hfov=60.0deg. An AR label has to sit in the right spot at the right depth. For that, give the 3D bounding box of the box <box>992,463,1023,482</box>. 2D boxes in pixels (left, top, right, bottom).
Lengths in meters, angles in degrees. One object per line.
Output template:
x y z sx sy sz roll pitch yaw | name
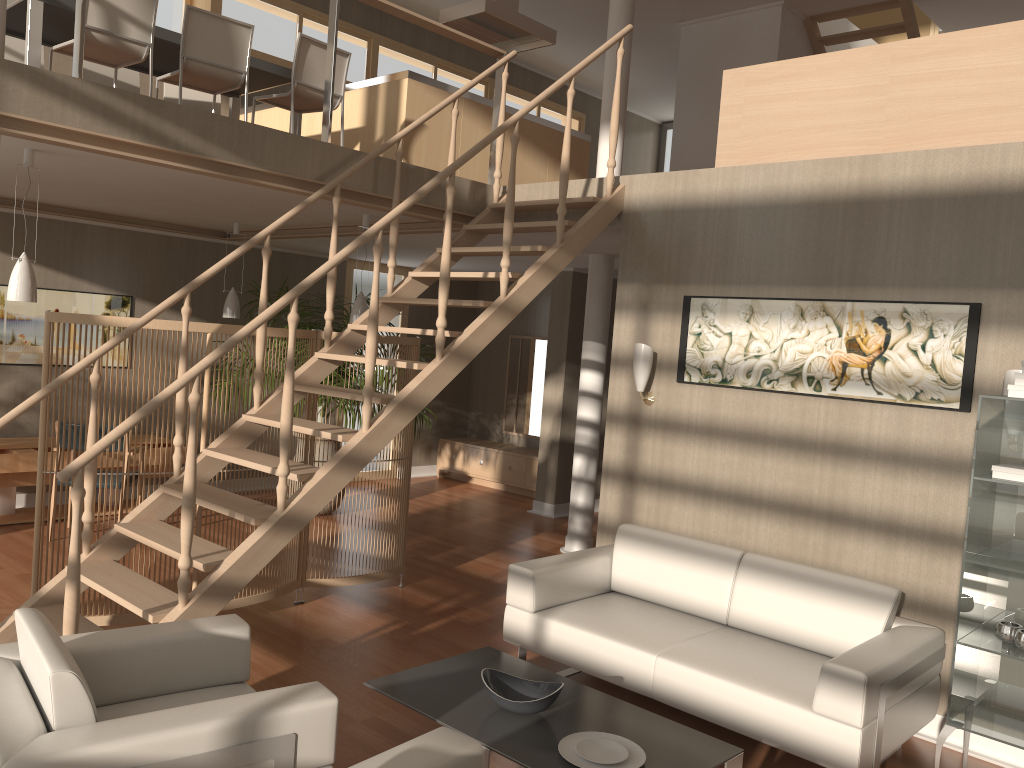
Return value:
2.000 0.347 3.390 0.232 0.047 0.232 2 4 -42 | box

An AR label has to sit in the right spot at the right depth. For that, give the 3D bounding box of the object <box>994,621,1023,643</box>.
1.950 0.974 3.477 0.103 0.066 0.103 3 3 -28 | object

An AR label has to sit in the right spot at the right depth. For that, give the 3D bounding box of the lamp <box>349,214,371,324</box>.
-1.059 -0.800 6.292 0.139 0.800 0.139 4 3 -12 | lamp

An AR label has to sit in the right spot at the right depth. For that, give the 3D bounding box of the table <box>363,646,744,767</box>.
0.107 1.370 3.296 1.260 0.293 0.700 7 4 43 | table

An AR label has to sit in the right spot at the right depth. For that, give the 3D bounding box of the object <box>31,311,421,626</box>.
-1.410 0.452 4.976 2.229 1.542 0.233 2 4 -42 | object

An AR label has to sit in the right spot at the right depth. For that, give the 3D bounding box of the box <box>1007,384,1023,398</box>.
2.040 0.037 3.368 0.232 0.047 0.232 7 4 43 | box

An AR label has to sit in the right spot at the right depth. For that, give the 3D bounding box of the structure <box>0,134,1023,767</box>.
0.737 0.163 6.080 8.342 2.533 10.775 7 4 43 | structure

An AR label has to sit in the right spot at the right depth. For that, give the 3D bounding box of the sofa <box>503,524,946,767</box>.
0.912 1.174 4.108 1.781 0.740 0.905 7 4 43 | sofa

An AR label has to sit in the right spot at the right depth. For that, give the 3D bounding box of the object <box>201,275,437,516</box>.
-1.733 0.219 7.937 2.109 2.304 2.157 6 3 31 | object

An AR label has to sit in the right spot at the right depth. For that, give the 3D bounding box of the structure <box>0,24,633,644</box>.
-0.824 -0.403 4.502 1.000 3.578 3.150 7 4 43 | structure

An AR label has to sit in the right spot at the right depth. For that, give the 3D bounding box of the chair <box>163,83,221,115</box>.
-2.342 -1.941 6.648 0.430 0.796 0.496 2 4 -37 | chair

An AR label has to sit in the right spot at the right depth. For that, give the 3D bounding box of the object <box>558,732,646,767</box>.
0.302 1.243 2.980 0.294 0.020 0.294 5 3 14 | object

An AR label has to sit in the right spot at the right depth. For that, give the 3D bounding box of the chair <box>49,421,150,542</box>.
-3.059 0.693 6.549 0.582 0.856 0.509 4 3 -7 | chair

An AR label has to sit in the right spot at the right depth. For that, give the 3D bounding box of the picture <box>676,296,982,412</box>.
1.509 -0.185 4.471 1.531 0.487 0.018 7 4 43 | picture

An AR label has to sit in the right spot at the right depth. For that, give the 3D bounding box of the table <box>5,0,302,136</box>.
-2.432 -1.882 5.934 0.900 0.740 1.800 7 4 43 | table

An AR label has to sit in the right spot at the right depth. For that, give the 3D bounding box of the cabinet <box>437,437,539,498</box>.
-0.015 0.955 9.974 1.911 0.458 0.500 7 4 43 | cabinet

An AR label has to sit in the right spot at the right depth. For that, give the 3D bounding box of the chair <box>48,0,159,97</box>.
-2.374 -1.867 5.107 0.496 0.796 0.430 7 4 43 | chair

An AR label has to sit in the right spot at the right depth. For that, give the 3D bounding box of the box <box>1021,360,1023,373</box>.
2.046 -0.057 3.365 0.168 0.047 0.168 7 4 43 | box

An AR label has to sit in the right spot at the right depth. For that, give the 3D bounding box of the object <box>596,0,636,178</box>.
0.835 -2.520 7.015 0.200 2.400 0.200 7 4 43 | object

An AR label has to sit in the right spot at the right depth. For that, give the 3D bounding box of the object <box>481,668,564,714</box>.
0.034 1.154 3.305 0.317 0.125 0.223 5 3 14 | object

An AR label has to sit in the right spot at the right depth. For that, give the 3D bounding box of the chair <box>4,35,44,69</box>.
-3.232 -1.969 5.863 0.496 0.796 0.430 7 4 38 | chair

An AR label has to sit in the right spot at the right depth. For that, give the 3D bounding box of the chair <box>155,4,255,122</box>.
-1.950 -1.857 5.558 0.430 0.796 0.496 2 4 -42 | chair

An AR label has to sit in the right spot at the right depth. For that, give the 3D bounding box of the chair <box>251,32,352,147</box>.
-1.423 -1.834 5.906 0.496 0.796 0.430 7 4 38 | chair

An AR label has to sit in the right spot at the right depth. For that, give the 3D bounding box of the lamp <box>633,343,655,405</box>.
0.755 -0.054 5.078 0.112 0.353 0.153 7 4 43 | lamp

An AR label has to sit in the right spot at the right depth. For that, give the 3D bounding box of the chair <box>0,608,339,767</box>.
-1.145 1.086 2.722 0.905 0.740 0.900 2 4 -37 | chair

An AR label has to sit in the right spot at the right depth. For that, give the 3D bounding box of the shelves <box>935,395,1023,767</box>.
1.973 0.856 3.429 0.400 1.600 0.403 7 4 43 | shelves

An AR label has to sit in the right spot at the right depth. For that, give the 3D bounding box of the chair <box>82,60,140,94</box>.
-2.722 -1.948 6.224 0.496 0.796 0.430 7 4 38 | chair

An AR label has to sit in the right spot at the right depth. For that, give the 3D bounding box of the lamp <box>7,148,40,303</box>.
-2.558 -0.833 4.665 0.139 0.800 0.139 3 3 -33 | lamp

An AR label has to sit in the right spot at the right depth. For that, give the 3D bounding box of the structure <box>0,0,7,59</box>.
-2.257 -2.598 3.836 0.200 2.400 0.200 7 4 43 | structure

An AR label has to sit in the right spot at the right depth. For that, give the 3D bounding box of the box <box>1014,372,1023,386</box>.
2.043 -0.010 3.368 0.200 0.047 0.200 7 4 43 | box

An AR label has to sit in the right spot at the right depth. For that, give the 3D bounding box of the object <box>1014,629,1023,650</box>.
1.974 0.980 3.382 0.103 0.066 0.103 3 3 -28 | object

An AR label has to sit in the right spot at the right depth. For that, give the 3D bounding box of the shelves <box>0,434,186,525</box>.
-3.523 0.755 7.068 0.658 0.590 1.600 7 4 43 | shelves

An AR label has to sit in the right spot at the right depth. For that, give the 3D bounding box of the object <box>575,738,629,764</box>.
0.302 1.241 2.980 0.178 0.020 0.178 4 3 -8 | object

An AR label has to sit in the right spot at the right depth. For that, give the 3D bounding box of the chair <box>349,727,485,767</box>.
-0.144 1.203 1.899 0.900 0.740 0.905 7 4 38 | chair

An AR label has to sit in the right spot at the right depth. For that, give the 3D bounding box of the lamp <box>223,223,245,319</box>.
-2.344 -0.956 7.480 0.139 0.800 0.139 5 3 17 | lamp

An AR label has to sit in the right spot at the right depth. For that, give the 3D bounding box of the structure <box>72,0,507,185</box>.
-2.459 -1.965 5.940 3.475 0.900 3.300 7 4 43 | structure

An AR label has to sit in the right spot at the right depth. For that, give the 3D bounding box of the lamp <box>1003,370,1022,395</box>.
2.156 0.117 3.782 0.112 0.353 0.153 7 4 43 | lamp

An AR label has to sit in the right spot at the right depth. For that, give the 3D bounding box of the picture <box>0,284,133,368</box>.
-3.780 -0.463 7.270 0.010 0.633 1.317 7 4 43 | picture
